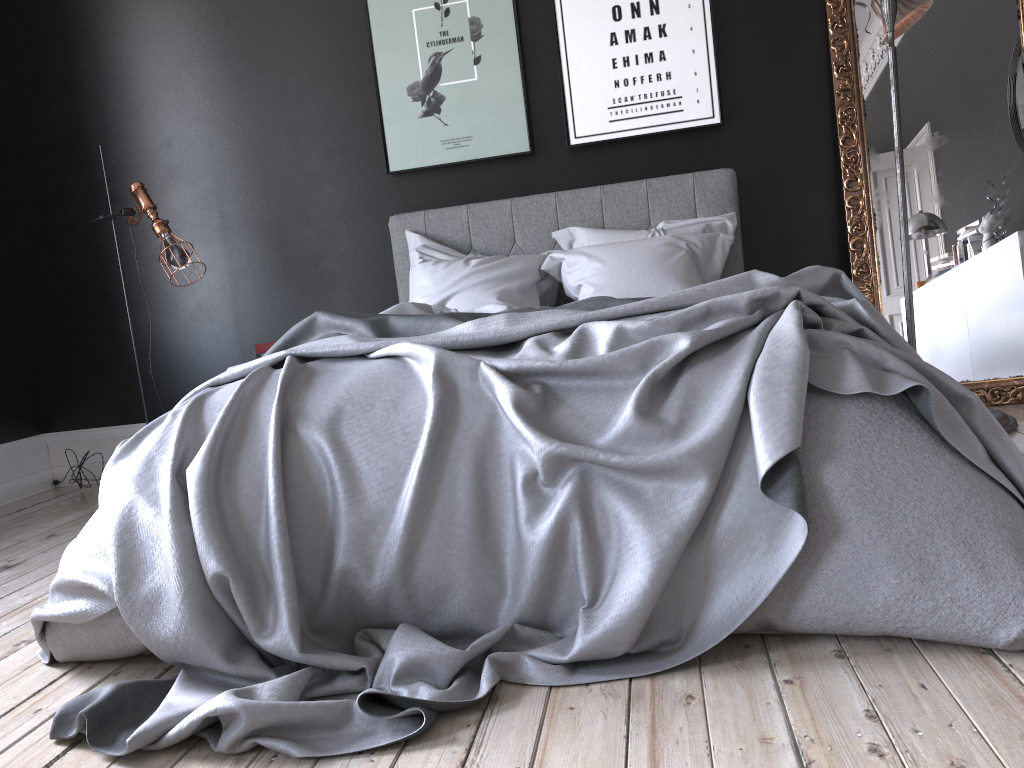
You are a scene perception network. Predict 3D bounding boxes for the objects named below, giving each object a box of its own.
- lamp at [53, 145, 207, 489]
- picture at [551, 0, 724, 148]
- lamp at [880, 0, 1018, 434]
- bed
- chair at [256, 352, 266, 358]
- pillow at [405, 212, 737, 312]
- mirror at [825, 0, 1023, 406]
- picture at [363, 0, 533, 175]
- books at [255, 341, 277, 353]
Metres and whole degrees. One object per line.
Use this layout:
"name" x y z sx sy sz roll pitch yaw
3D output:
"lamp" -2.102 -0.305 4.690 0.436 1.783 1.718 -13 8 -42
"picture" 0.609 -1.789 4.444 0.792 1.081 0.014 -6 7 9
"lamp" 1.643 -0.994 3.767 0.986 2.416 0.770 -1 9 42
"bed" -0.016 -0.167 3.174 2.765 1.301 3.277 -7 6 -2
"chair" -1.019 0.156 4.427 0.612 0.674 0.613 -11 7 -36
"pillow" 0.187 -0.481 4.233 1.830 0.761 0.678 -6 6 9
"mirror" 2.103 -0.978 4.239 0.991 2.197 0.253 -6 7 9
"picture" -0.343 -1.689 4.604 0.792 1.081 0.014 -6 7 9
"books" -1.051 -0.200 4.384 0.346 0.045 0.275 -2 7 39
